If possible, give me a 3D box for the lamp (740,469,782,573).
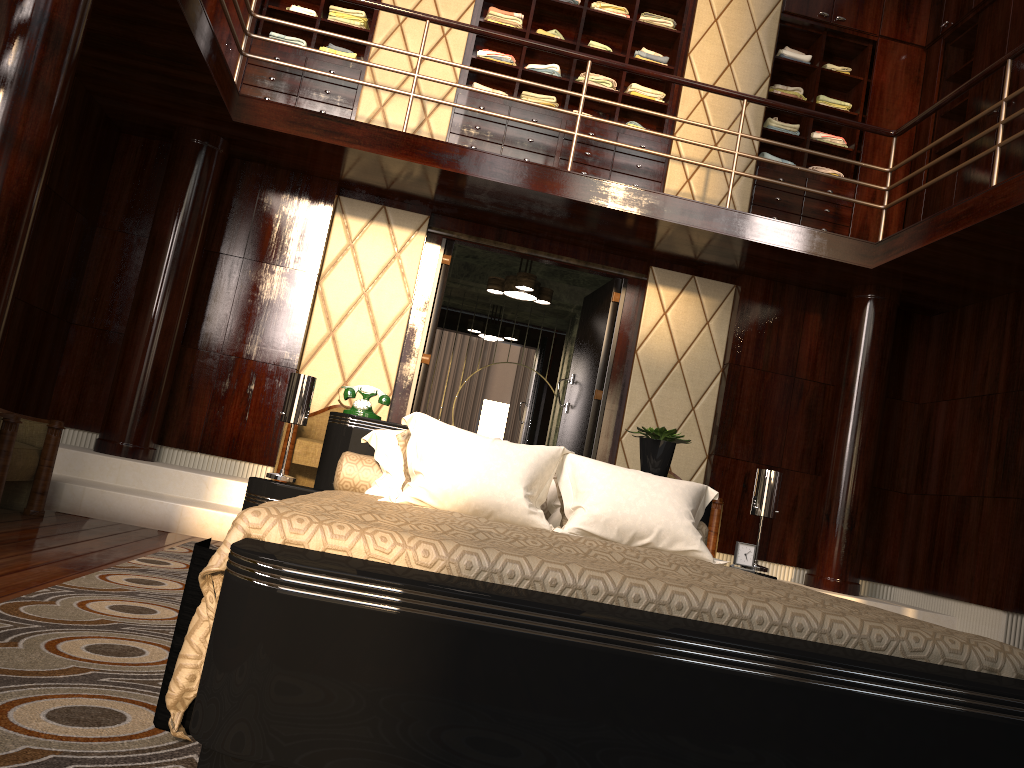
[{"bbox_3d":[0.968,0.527,3.435,0.106,0.385,0.109,11,-7,1],"label":"lamp"}]

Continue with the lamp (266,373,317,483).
[{"bbox_3d":[-0.795,0.157,3.210,0.106,0.385,0.109,11,-7,1],"label":"lamp"}]

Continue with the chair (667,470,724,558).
[{"bbox_3d":[0.960,0.796,5.450,0.571,0.550,0.462,12,-7,-6],"label":"chair"}]

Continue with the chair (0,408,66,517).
[{"bbox_3d":[-2.188,0.244,3.656,0.462,0.550,0.571,12,-7,-6],"label":"chair"}]

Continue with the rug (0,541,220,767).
[{"bbox_3d":[0.215,0.817,2.303,2.910,0.006,3.735,12,-7,-6],"label":"rug"}]

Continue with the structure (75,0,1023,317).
[{"bbox_3d":[0.317,-0.580,4.036,6.107,3.189,3.750,12,-7,-6],"label":"structure"}]

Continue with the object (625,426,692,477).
[{"bbox_3d":[0.594,0.277,3.626,0.256,0.205,0.241,14,-8,-24],"label":"object"}]

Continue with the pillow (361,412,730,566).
[{"bbox_3d":[0.110,0.349,2.971,1.322,0.320,0.685,12,-7,-4],"label":"pillow"}]

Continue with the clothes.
[{"bbox_3d":[0.010,-2.373,6.192,4.996,0.954,0.818,13,-7,-13],"label":"clothes"}]

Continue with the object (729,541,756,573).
[{"bbox_3d":[0.860,0.642,3.285,0.088,0.103,0.034,11,-7,2],"label":"object"}]

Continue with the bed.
[{"bbox_3d":[0.131,0.481,2.444,1.985,0.660,2.381,12,-7,-6],"label":"bed"}]

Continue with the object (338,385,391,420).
[{"bbox_3d":[-0.584,0.070,3.497,0.178,0.131,0.158,4,-10,46],"label":"object"}]

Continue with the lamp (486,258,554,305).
[{"bbox_3d":[0.047,-0.837,6.710,0.467,0.347,0.515,8,-8,24],"label":"lamp"}]

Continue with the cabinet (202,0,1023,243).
[{"bbox_3d":[0.518,-2.323,5.521,6.767,2.432,2.576,12,-7,-6],"label":"cabinet"}]

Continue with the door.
[{"bbox_3d":[-0.122,0.053,6.240,1.435,1.820,0.828,12,-7,-7],"label":"door"}]

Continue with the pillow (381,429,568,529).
[{"bbox_3d":[0.133,0.377,2.945,1.123,0.271,0.293,12,-7,-5],"label":"pillow"}]

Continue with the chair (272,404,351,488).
[{"bbox_3d":[-1.058,0.378,5.231,0.571,0.550,0.462,12,-7,-6],"label":"chair"}]

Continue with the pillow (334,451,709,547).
[{"bbox_3d":[0.045,0.456,3.271,1.396,0.167,0.173,12,-7,-6],"label":"pillow"}]
